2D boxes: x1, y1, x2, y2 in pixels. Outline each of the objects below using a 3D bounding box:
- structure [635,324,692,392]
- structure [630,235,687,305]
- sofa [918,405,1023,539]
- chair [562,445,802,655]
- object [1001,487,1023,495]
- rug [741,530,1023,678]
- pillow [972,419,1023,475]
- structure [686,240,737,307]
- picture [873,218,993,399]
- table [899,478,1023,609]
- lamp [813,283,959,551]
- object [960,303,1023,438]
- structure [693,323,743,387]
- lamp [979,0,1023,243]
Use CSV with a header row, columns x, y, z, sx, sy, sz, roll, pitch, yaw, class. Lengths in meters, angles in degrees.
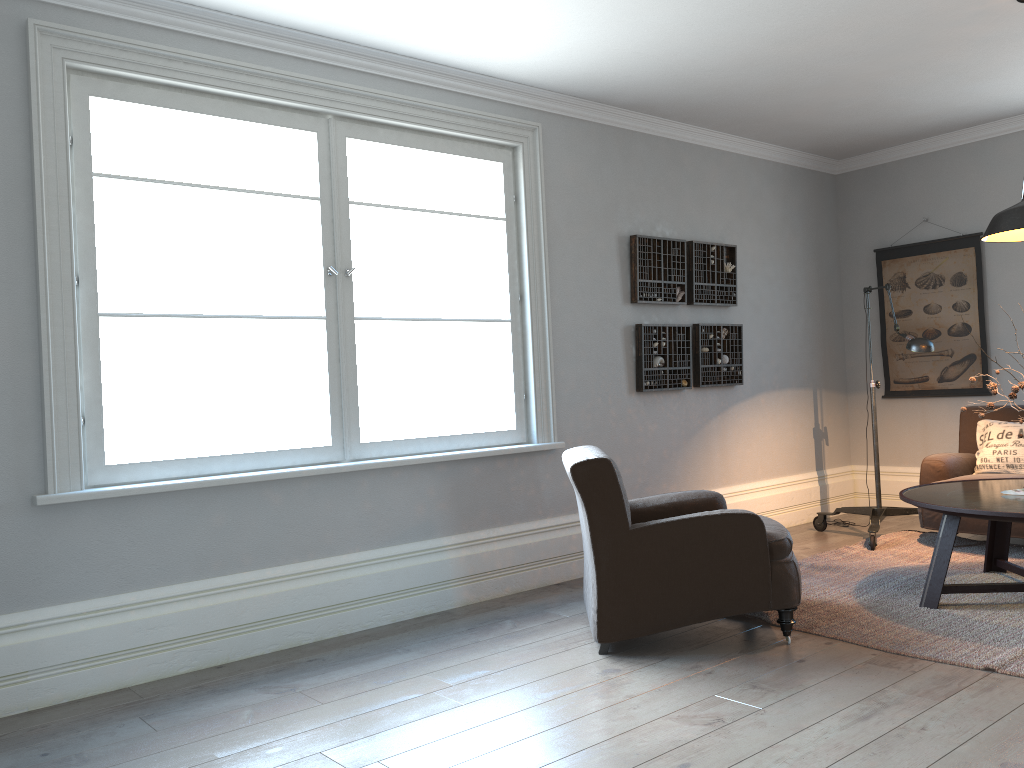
x,y,z,sx,sy,sz,roll,pitch,yaw,class
0.956,-0.167,5.547,0.468,0.416,0.086,-2,-1,-40,structure
0.914,-0.707,5.561,0.468,0.416,0.099,-2,-1,-40,structure
3.398,0.528,4.761,0.969,0.825,2.164,-2,-1,-40,sofa
0.734,0.671,3.911,0.970,0.795,0.807,-3,-1,1,chair
2.384,0.469,3.911,0.153,0.067,0.404,-3,0,-22,object
2.514,0.935,3.975,2.400,0.090,2.818,-3,-1,-39,rug
3.046,0.382,5.346,0.240,0.369,0.519,-2,-1,-40,pillow
1.341,-0.728,5.886,0.468,0.416,0.105,-2,-1,-40,structure
3.040,-0.559,6.450,0.057,1.313,0.793,-2,-1,-40,picture
2.458,0.742,3.977,1.299,0.503,1.300,-3,-1,43,table
2.452,0.183,5.934,0.797,1.644,1.864,-3,-1,-2,lamp
2.437,-0.039,3.866,0.853,1.066,0.525,-3,-1,21,object
1.377,-0.193,5.899,0.468,0.416,0.086,-2,-1,-40,structure
2.362,-1.217,4.001,0.504,1.076,0.504,-3,-1,8,lamp
